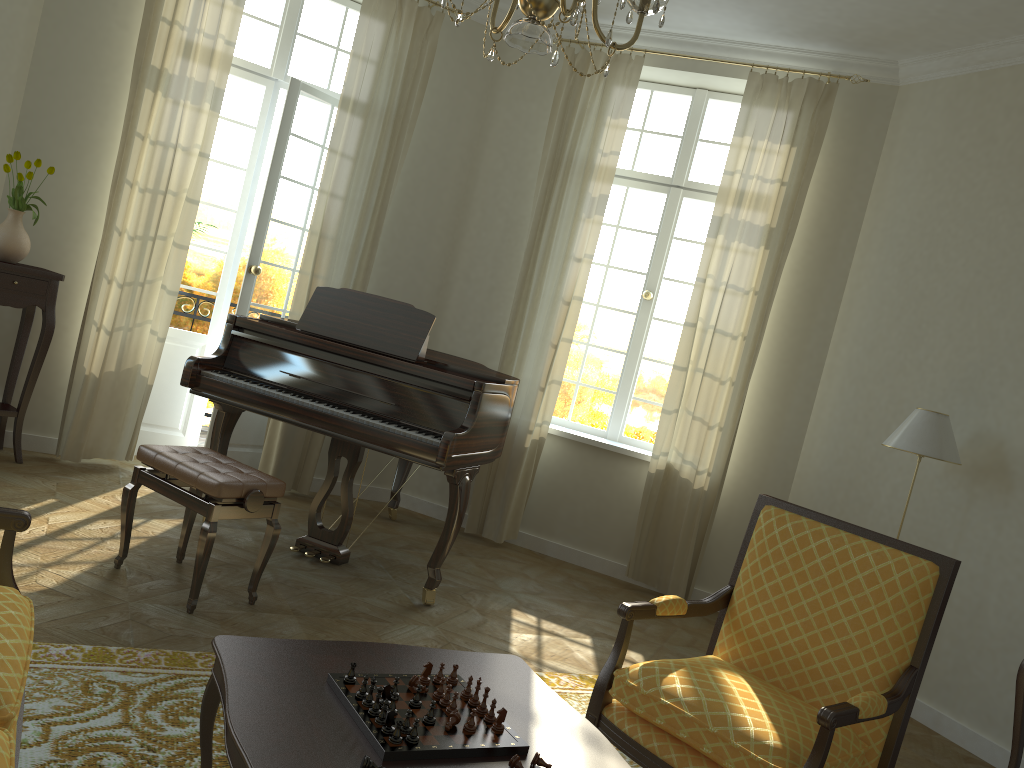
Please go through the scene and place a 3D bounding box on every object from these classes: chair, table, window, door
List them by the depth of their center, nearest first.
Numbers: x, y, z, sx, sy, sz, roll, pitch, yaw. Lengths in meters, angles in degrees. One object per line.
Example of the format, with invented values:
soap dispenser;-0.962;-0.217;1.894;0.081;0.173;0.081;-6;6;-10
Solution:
chair;-1.159;0.513;1.451;0.680;1.083;1.389;13;3;-27
table;-0.240;1.021;2.043;0.922;0.494;0.932;13;3;-25
chair;0.713;0.921;2.611;0.671;1.083;0.730;11;4;-42
chair;-1.362;0.608;3.852;0.638;0.563;0.385;16;4;33
table;-2.969;-0.145;5.005;0.344;1.114;0.522;16;4;38
door;-1.855;-0.725;5.947;1.385;2.690;0.425;13;3;-26
window;-1.519;-2.405;6.024;1.380;0.680;0.055;13;3;-27
window;1.018;-0.825;6.239;1.400;2.550;0.181;15;3;18

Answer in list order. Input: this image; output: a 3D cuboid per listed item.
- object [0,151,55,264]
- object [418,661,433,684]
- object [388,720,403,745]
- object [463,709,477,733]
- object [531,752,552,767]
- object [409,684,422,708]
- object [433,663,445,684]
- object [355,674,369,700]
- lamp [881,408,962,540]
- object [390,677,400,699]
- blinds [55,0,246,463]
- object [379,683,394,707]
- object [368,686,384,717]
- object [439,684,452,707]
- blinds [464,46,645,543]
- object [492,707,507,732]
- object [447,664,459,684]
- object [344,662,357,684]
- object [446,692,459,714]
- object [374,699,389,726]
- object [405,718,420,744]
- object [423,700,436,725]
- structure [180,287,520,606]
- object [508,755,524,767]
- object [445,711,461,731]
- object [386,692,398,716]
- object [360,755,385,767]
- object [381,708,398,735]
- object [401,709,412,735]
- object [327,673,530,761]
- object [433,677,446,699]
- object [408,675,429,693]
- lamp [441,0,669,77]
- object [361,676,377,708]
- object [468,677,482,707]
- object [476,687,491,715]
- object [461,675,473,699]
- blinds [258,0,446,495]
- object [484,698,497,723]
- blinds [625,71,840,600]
object;-2.760;-0.979;4.957;0.242;0.609;0.264;14;3;-2
object;-0.213;0.717;2.208;0.030;0.052;0.030;15;3;21
object;-0.241;0.732;1.866;0.030;0.044;0.030;15;3;21
object;-0.090;0.759;2.007;0.030;0.050;0.030;15;3;21
object;0.067;0.832;1.955;0.047;0.030;0.030;15;3;11
object;-0.220;0.724;2.063;0.030;0.050;0.030;15;3;21
object;-0.180;0.725;2.230;0.030;0.050;0.030;15;3;21
object;-0.339;0.693;2.036;0.030;0.055;0.030;15;3;21
lamp;1.936;0.890;4.517;0.380;1.552;0.380;12;3;-32
object;-0.274;0.710;2.076;0.030;0.050;0.030;15;3;21
blinds;-2.198;-1.157;5.402;0.552;3.386;0.159;12;3;-29
object;-0.285;0.708;2.024;0.030;0.052;0.030;14;3;-9
object;-0.298;0.702;1.968;0.030;0.064;0.030;15;3;21
object;-0.153;0.738;2.107;0.030;0.050;0.030;15;3;21
blinds;0.204;-0.591;5.990;0.554;3.384;0.162;15;3;24
object;-0.027;0.772;2.047;0.030;0.052;0.030;15;3;21
object;-0.147;0.735;2.251;0.030;0.044;0.030;15;3;21
object;-0.380;0.684;2.105;0.030;0.044;0.030;15;3;21
object;-0.136;0.744;2.074;0.030;0.050;0.030;15;3;21
object;-0.279;0.713;1.934;0.030;0.055;0.030;15;3;21
object;-0.207;0.736;1.887;0.030;0.050;0.030;15;3;21
object;-0.181;0.737;1.996;0.030;0.050;0.030;15;3;21
structure;-0.707;0.252;5.127;1.514;1.439;1.856;15;3;18
object;0.020;0.822;1.913;0.052;0.030;0.030;16;3;30
object;-0.137;0.758;1.996;0.030;0.030;0.052;15;3;20
object;-0.267;0.716;1.989;0.030;0.050;0.030;15;3;21
object;-0.275;0.756;1.765;0.052;0.030;0.030;13;3;-16
object;-0.260;0.721;1.900;0.030;0.052;0.030;15;3;21
object;-0.227;0.729;1.921;0.030;0.050;0.030;15;3;21
object;-0.202;0.764;2.060;0.360;0.021;0.360;12;3;-32
object;-0.171;0.732;2.140;0.030;0.050;0.030;15;3;21
object;-0.224;0.727;2.151;0.052;0.030;0.030;15;3;25
lamp;0.216;-1.582;2.271;0.662;1.466;0.661;16;4;33
object;-0.317;0.692;2.002;0.030;0.069;0.030;15;3;21
object;-0.084;0.743;2.148;0.030;0.069;0.030;15;3;21
object;-0.065;0.752;2.114;0.030;0.064;0.030;15;3;21
object;-0.106;0.743;2.183;0.030;0.055;0.030;15;3;21
blinds;-1.090;-0.910;5.912;0.554;3.386;0.162;12;3;-32
object;-0.046;0.764;2.080;0.030;0.055;0.030;15;3;21
blinds;1.358;-0.281;5.645;0.552;3.381;0.159;15;3;21
